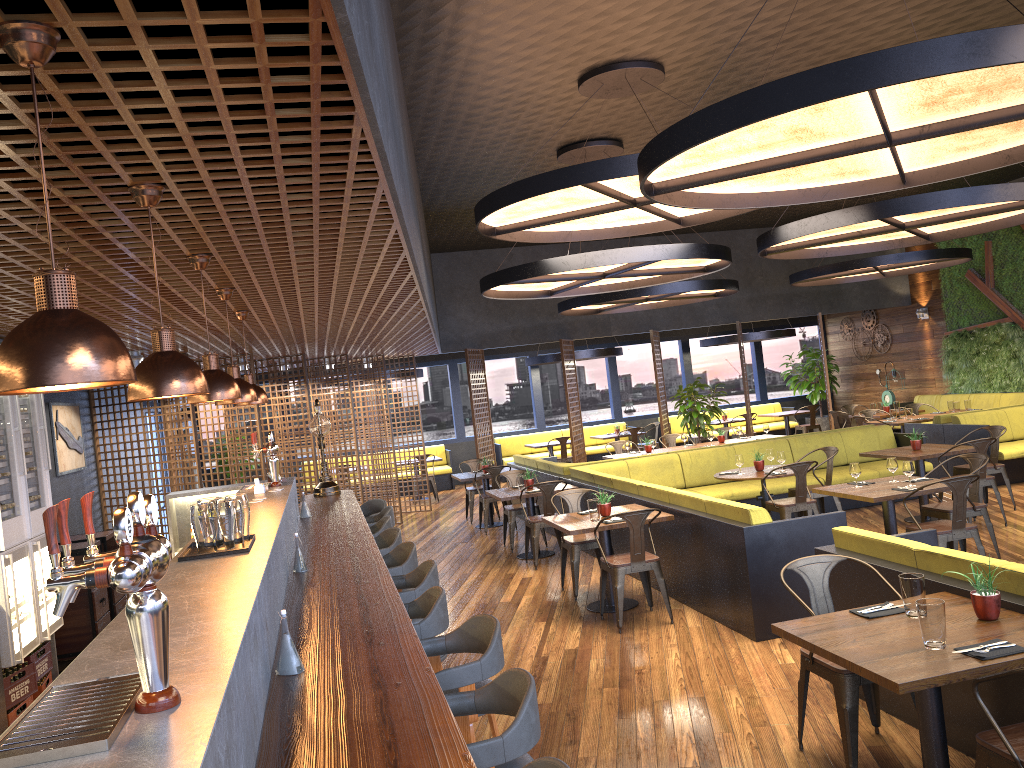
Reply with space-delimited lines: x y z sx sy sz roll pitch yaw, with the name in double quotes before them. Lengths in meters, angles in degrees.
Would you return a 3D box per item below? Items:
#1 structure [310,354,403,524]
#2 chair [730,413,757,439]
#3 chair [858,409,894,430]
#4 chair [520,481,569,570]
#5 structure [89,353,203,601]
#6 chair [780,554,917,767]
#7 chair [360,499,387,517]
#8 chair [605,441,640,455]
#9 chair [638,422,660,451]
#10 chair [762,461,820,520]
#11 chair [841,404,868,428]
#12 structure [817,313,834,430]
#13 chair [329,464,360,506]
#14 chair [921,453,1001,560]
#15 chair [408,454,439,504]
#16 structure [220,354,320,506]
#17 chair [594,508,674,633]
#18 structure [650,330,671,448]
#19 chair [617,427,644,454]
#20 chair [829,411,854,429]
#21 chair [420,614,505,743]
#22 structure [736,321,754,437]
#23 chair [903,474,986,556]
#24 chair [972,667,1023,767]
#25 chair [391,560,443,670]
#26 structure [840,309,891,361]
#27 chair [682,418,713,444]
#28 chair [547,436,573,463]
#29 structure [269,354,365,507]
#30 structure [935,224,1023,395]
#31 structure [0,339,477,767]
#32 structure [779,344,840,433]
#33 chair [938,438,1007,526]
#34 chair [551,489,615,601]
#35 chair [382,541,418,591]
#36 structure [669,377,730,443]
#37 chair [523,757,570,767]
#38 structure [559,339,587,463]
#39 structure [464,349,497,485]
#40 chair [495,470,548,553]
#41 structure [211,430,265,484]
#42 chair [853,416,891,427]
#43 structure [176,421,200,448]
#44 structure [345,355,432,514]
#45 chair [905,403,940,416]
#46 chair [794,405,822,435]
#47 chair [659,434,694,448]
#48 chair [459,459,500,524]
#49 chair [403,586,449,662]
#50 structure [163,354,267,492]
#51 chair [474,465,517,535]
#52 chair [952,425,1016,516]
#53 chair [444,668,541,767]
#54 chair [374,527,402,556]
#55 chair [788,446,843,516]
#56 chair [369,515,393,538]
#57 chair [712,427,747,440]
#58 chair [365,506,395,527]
"structure" -2.517 0.943 14.282 1.319 2.700 0.050 -7 0 17
"chair" 4.682 1.040 17.822 0.504 0.917 0.541 -6 0 -12
"chair" 6.010 0.874 14.491 0.504 0.917 0.541 -6 0 -12
"chair" 0.371 1.489 9.589 0.504 0.917 0.541 -6 0 -12
"structure" -3.955 1.085 9.689 1.319 2.700 0.050 -7 0 17
"chair" 1.624 1.323 4.255 0.504 0.917 0.541 -6 0 -12
"chair" -1.314 1.608 8.119 0.438 1.048 0.483 -6 0 -21
"chair" 1.764 1.351 13.788 0.504 0.917 0.541 -6 0 -12
"chair" 2.792 1.255 18.103 0.541 0.917 0.504 -6 0 -12
"chair" 2.794 1.211 8.817 0.504 0.917 0.541 -6 0 -12
"chair" 6.429 0.835 16.399 0.504 0.917 0.541 -6 0 -12
"structure" 6.080 -0.017 17.117 0.050 2.700 0.852 -7 0 17
"chair" -3.027 1.904 16.098 0.504 0.917 0.541 -6 0 -12
"chair" 3.847 1.087 7.656 0.541 0.917 0.504 -6 0 -12
"chair" -1.639 1.749 16.409 0.504 0.917 0.541 -6 0 -12
"structure" -3.236 1.014 11.986 1.319 2.700 0.050 -7 0 17
"chair" 0.937 1.413 6.952 0.504 0.917 0.541 -6 0 -12
"structure" 2.781 0.353 16.379 0.050 2.700 0.852 -7 0 17
"chair" 2.350 1.301 17.301 0.504 0.917 0.541 -6 0 -12
"chair" 5.884 0.893 15.512 0.541 0.917 0.504 -6 0 -12
"chair" -0.206 1.461 3.418 0.438 1.048 0.483 -6 0 7
"structure" 4.431 0.168 16.748 0.050 2.700 0.852 -7 0 17
"chair" 3.330 1.141 6.824 0.504 0.917 0.541 -6 0 -12
"chair" 1.895 1.286 3.021 0.504 0.917 0.541 -6 0 -12
"chair" -0.566 1.508 4.774 0.438 1.048 0.483 -7 0 16
"structure" 7.769 -1.104 19.599 0.058 1.178 1.791 -6 0 -12
"chair" 3.862 1.135 18.405 0.541 0.917 0.504 -6 0 -12
"chair" 0.963 1.457 16.991 0.504 0.917 0.541 -6 0 -12
"structure" -2.876 0.979 13.134 1.319 2.700 0.050 -7 0 17
"structure" 9.228 -1.347 12.735 0.918 4.593 9.182 -6 0 -13
"structure" -1.980 0.836 4.258 2.700 2.700 9.298 -6 0 -13
"structure" 6.948 0.159 20.244 1.493 2.184 1.272 -6 0 -12
"chair" 4.664 1.001 9.032 0.504 0.917 0.541 -6 0 -12
"chair" 0.670 1.449 8.167 0.504 0.917 0.541 -6 0 -12
"chair" -0.763 1.533 5.483 0.483 1.048 0.438 -7 0 38
"structure" 3.319 0.762 15.819 1.166 1.763 0.993 -6 0 -42
"chair" -0.016 1.433 2.015 0.438 1.048 0.483 -6 0 -41
"structure" 1.132 0.538 16.011 0.050 2.700 0.852 -7 0 17
"structure" -0.517 0.723 15.642 0.050 2.700 0.852 -7 0 17
"chair" 0.104 1.525 10.806 0.504 0.917 0.541 -6 0 -12
"structure" -5.449 1.763 17.550 1.166 1.763 0.993 -6 0 -42
"chair" 5.580 0.919 13.618 0.541 0.917 0.504 -6 0 -12
"structure" -5.878 0.911 16.199 0.293 0.563 1.220 -6 0 -13
"structure" -2.157 0.908 15.430 1.319 2.700 0.050 -7 0 17
"chair" 6.853 0.779 14.679 0.504 0.917 0.541 -6 0 -12
"chair" 6.069 0.884 18.132 0.504 0.917 0.541 -6 0 -12
"chair" 2.644 1.253 13.985 0.504 0.917 0.541 -6 0 -12
"chair" -0.495 1.605 13.425 0.504 0.917 0.541 -6 0 -12
"chair" -0.473 1.494 4.095 0.438 1.048 0.483 -6 0 -41
"structure" -3.596 1.049 10.837 1.319 2.700 0.050 -7 0 17
"chair" -0.232 1.570 12.227 0.504 0.917 0.541 -6 0 -12
"chair" 5.200 0.944 9.815 0.541 0.917 0.504 -6 0 -12
"chair" -0.089 1.444 2.699 0.438 1.048 0.483 -7 0 16
"chair" -0.936 1.556 6.168 0.438 1.048 0.483 -6 0 2
"chair" 3.271 1.161 9.558 0.541 0.917 0.504 -6 0 -12
"chair" -1.108 1.579 6.925 0.438 1.048 0.483 -6 0 -41
"chair" 3.518 1.155 14.180 0.504 0.917 0.541 -6 0 -12
"chair" -1.177 1.590 7.546 0.438 1.048 0.483 -7 0 16
